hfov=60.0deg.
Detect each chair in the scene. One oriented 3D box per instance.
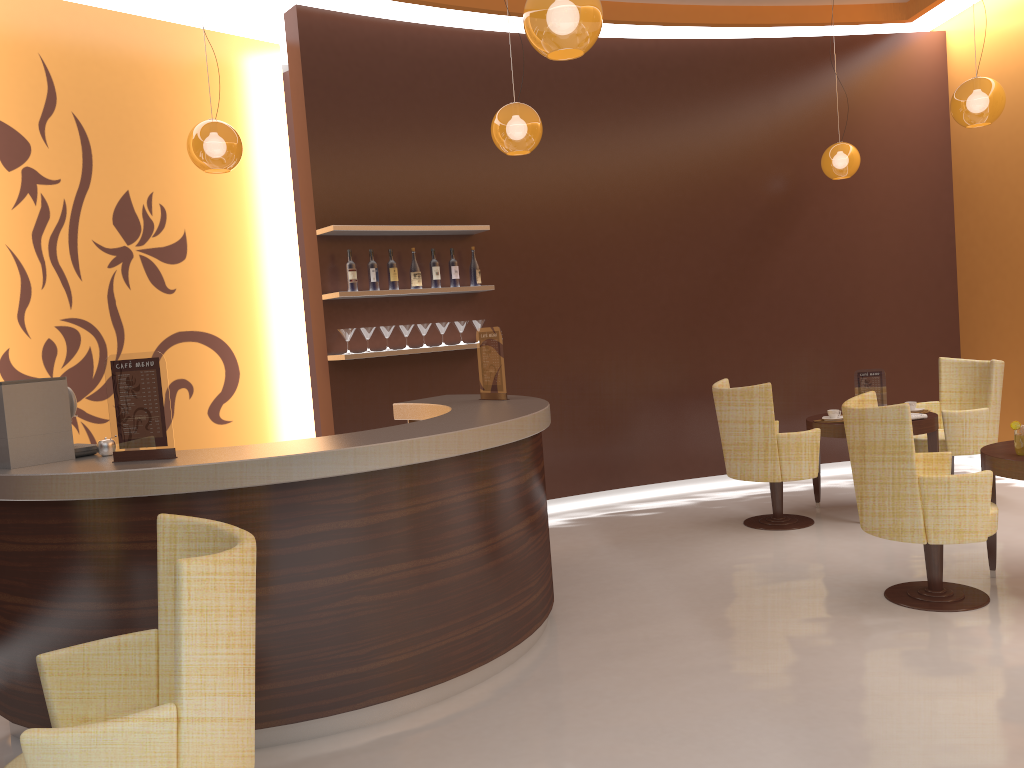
[{"bbox_3d":[3.303,0.324,6.643,0.685,1.017,0.729,-5,4,-5],"label":"chair"},{"bbox_3d":[-0.991,0.920,2.353,0.685,1.017,0.729,-6,4,-27],"label":"chair"},{"bbox_3d":[2.029,0.560,4.406,0.685,1.017,0.729,-4,4,12],"label":"chair"},{"bbox_3d":[1.782,0.470,6.177,0.685,1.017,0.729,-5,4,-8],"label":"chair"}]

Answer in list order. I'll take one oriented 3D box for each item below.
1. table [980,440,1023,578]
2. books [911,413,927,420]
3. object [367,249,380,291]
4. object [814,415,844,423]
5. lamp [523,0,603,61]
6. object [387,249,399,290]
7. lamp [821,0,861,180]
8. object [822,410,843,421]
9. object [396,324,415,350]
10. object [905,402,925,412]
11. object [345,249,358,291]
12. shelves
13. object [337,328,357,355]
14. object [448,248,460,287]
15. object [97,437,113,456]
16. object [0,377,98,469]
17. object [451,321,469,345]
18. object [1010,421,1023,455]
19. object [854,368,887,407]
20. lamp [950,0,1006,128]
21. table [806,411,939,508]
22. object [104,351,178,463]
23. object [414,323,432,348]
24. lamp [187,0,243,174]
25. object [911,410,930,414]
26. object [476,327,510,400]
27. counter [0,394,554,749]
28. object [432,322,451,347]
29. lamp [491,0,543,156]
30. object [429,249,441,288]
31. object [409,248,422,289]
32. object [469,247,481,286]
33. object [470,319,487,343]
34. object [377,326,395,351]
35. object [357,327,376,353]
[{"bbox_3d":[2.852,0.664,4.440,0.872,0.679,0.874,-3,4,27],"label":"table"},{"bbox_3d":[2.583,0.228,6.051,0.367,0.035,0.345,-5,4,-15],"label":"books"},{"bbox_3d":[-0.977,-0.796,6.228,0.073,0.297,0.073,-2,4,33],"label":"object"},{"bbox_3d":[2.245,0.249,6.236,0.239,0.021,0.464,-4,4,9],"label":"object"},{"bbox_3d":[0.143,-1.980,3.277,0.299,1.500,0.299,-6,4,-27],"label":"lamp"},{"bbox_3d":[-0.854,-0.811,6.322,0.073,0.297,0.073,-5,4,-7],"label":"object"},{"bbox_3d":[2.597,-2.404,7.098,0.299,1.500,0.299,-5,4,-5],"label":"lamp"},{"bbox_3d":[2.261,0.219,6.239,0.153,0.069,0.153,-3,4,21],"label":"object"},{"bbox_3d":[-0.761,-0.337,6.394,0.137,0.174,0.137,-6,4,-30],"label":"object"},{"bbox_3d":[2.863,0.164,6.364,0.153,0.069,0.153,-6,4,-21],"label":"object"},{"bbox_3d":[-1.110,-0.779,6.122,0.073,0.297,0.073,-2,4,33],"label":"object"},{"bbox_3d":[-1.877,-0.506,5.128,0.586,0.902,4.744,-1,5,42],"label":"shelves"},{"bbox_3d":[-1.134,-0.293,6.121,0.137,0.174,0.137,-7,5,-40],"label":"object"},{"bbox_3d":[-0.435,-0.860,6.598,0.073,0.297,0.073,-2,4,33],"label":"object"},{"bbox_3d":[-1.683,0.259,3.682,0.075,0.077,0.075,-7,4,-36],"label":"object"},{"bbox_3d":[-1.949,0.148,3.673,0.270,0.340,0.373,-1,5,40],"label":"object"},{"bbox_3d":[-0.381,-0.382,6.645,0.137,0.174,0.137,-3,4,20],"label":"object"},{"bbox_3d":[2.519,0.267,4.384,0.072,0.171,0.067,-6,4,-22],"label":"object"},{"bbox_3d":[2.565,0.060,6.342,0.209,0.335,0.042,-3,4,18],"label":"object"},{"bbox_3d":[2.760,-2.307,5.308,0.299,1.500,0.299,-2,4,38],"label":"lamp"},{"bbox_3d":[2.576,0.570,6.331,0.872,0.679,0.874,-2,4,31],"label":"table"},{"bbox_3d":[-1.432,0.087,3.408,0.258,0.414,0.052,-4,4,9],"label":"object"},{"bbox_3d":[-0.643,-0.352,6.480,0.137,0.174,0.137,-6,4,-30],"label":"object"},{"bbox_3d":[-1.708,-1.937,4.921,0.299,1.500,0.299,-4,4,13],"label":"lamp"},{"bbox_3d":[2.884,0.192,6.361,0.239,0.021,0.464,-5,4,-9],"label":"object"},{"bbox_3d":[-0.120,-0.117,5.066,0.052,0.414,0.258,-7,4,-36],"label":"object"},{"bbox_3d":[-0.708,0.742,4.215,1.586,1.100,2.917,-1,5,40],"label":"counter"},{"bbox_3d":[-0.514,-0.367,6.563,0.137,0.174,0.137,-6,4,-30],"label":"object"},{"bbox_3d":[-0.020,-2.077,5.067,0.299,1.500,0.299,-4,4,13],"label":"lamp"},{"bbox_3d":[-0.568,-0.845,6.514,0.073,0.297,0.073,-2,4,33],"label":"object"},{"bbox_3d":[-0.705,-0.834,6.433,0.086,0.303,0.086,-6,4,-21],"label":"object"},{"bbox_3d":[-0.284,-0.883,6.688,0.086,0.303,0.086,-4,4,9],"label":"object"},{"bbox_3d":[-0.250,-0.397,6.727,0.137,0.174,0.137,-6,4,-30],"label":"object"},{"bbox_3d":[-0.888,-0.324,6.308,0.137,0.174,0.137,-6,4,-30],"label":"object"},{"bbox_3d":[-1.011,-0.309,6.215,0.137,0.174,0.137,-7,5,-40],"label":"object"}]
